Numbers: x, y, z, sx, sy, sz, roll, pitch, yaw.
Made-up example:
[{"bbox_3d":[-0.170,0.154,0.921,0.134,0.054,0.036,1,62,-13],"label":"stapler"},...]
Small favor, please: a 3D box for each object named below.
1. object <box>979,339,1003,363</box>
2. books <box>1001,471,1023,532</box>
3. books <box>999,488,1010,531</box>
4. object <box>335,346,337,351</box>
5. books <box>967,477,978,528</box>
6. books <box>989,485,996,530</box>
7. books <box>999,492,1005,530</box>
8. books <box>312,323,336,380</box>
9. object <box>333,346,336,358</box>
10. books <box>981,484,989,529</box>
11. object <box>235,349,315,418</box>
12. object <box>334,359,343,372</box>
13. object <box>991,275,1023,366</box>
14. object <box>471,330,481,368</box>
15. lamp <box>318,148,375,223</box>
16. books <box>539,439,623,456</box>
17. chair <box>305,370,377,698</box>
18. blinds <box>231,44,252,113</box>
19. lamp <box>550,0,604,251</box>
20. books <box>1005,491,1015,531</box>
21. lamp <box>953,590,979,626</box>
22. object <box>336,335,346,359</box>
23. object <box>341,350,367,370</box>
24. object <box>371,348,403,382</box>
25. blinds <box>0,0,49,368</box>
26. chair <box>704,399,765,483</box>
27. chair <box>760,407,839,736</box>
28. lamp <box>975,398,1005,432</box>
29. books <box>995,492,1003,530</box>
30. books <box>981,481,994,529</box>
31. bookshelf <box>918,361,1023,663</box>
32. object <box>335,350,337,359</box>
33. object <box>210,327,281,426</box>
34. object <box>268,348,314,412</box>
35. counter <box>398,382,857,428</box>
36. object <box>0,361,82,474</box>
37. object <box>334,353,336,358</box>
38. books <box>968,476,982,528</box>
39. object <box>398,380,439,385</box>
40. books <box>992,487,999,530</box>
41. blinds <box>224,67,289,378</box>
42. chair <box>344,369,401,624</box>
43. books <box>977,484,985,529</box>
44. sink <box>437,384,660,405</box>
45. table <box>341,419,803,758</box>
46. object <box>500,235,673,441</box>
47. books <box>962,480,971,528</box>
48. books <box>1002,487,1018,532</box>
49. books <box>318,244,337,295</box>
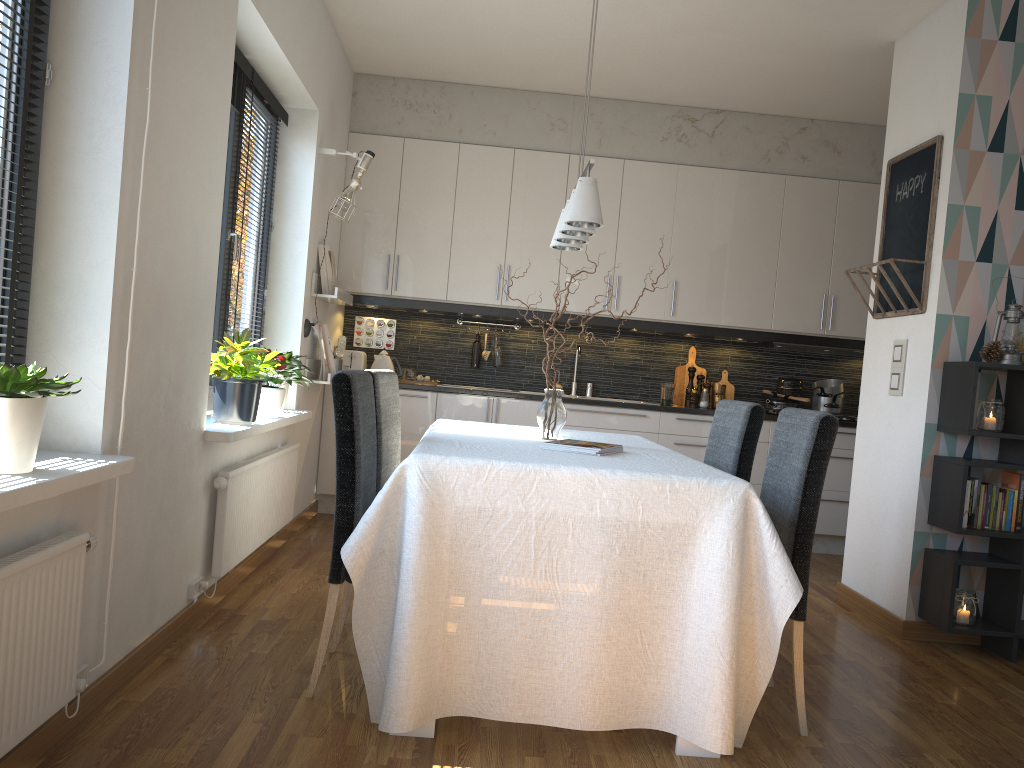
[{"bbox_3d":[1.957,-0.136,3.622,0.086,0.101,0.078,5,1,12],"label":"object"},{"bbox_3d":[2.085,0.489,3.699,0.029,0.236,0.127,5,2,-2],"label":"books"},{"bbox_3d":[2.023,0.518,3.688,0.014,0.170,0.109,5,1,-2],"label":"books"},{"bbox_3d":[-1.099,-0.139,5.395,0.008,0.193,0.098,6,2,20],"label":"object"},{"bbox_3d":[1.883,0.490,3.691,0.032,0.200,0.123,5,1,-2],"label":"books"},{"bbox_3d":[1.971,0.507,3.697,0.015,0.181,0.116,5,1,-2],"label":"books"},{"bbox_3d":[2.009,0.523,3.687,0.013,0.155,0.100,5,1,-2],"label":"books"},{"bbox_3d":[-1.075,-0.182,5.083,0.138,0.331,0.283,5,1,-5],"label":"books"},{"bbox_3d":[-1.088,-0.134,5.392,0.014,0.193,0.043,5,2,8],"label":"object"},{"bbox_3d":[1.935,0.503,3.690,0.015,0.181,0.116,5,1,-2],"label":"books"},{"bbox_3d":[-1.093,-0.004,4.017,0.371,0.309,0.379,4,1,-28],"label":"object"},{"bbox_3d":[-1.081,-0.090,5.364,0.103,0.124,0.103,5,1,-5],"label":"object"},{"bbox_3d":[2.064,-0.266,3.653,0.154,0.383,0.163,5,2,14],"label":"object"},{"bbox_3d":[-0.243,-0.241,6.084,0.060,0.257,0.060,6,2,19],"label":"object"},{"bbox_3d":[-0.909,-1.072,4.772,0.312,0.395,0.131,5,2,2],"label":"lamp"},{"bbox_3d":[0.236,0.207,2.922,0.204,0.022,0.278,5,1,24],"label":"books"},{"bbox_3d":[-0.311,0.454,2.796,0.545,0.960,0.461,5,2,-2],"label":"chair"},{"bbox_3d":[-1.153,-1.278,3.512,0.049,0.230,0.710,5,1,-2],"label":"blinds"},{"bbox_3d":[0.278,-1.162,3.148,0.131,1.285,0.759,5,1,-2],"label":"lamp"},{"bbox_3d":[2.042,0.521,3.683,0.022,0.165,0.096,5,1,-2],"label":"books"},{"bbox_3d":[1.869,0.926,3.668,0.098,0.131,0.106,5,1,12],"label":"lamp"},{"bbox_3d":[-1.044,-0.162,5.389,0.060,0.267,0.119,5,2,-11],"label":"object"},{"bbox_3d":[-1.034,-0.122,5.770,0.175,0.192,0.253,5,1,-2],"label":"object"},{"bbox_3d":[-0.829,-0.119,5.770,0.204,0.236,0.178,6,2,34],"label":"object"},{"bbox_3d":[-1.142,-0.653,1.865,0.049,1.423,0.710,5,2,-2],"label":"blinds"},{"bbox_3d":[0.643,0.526,3.539,0.545,0.960,0.461,5,2,-2],"label":"chair"},{"bbox_3d":[0.670,0.539,2.836,0.544,0.960,0.461,5,2,3],"label":"chair"},{"bbox_3d":[1.966,0.127,3.647,0.106,0.131,0.098,5,1,10],"label":"lamp"},{"bbox_3d":[1.996,0.522,3.685,0.013,0.155,0.100,5,1,-2],"label":"books"},{"bbox_3d":[1.953,0.502,3.697,0.021,0.187,0.121,5,1,-2],"label":"books"},{"bbox_3d":[2.382,0.556,3.699,1.190,1.201,0.237,5,2,-2],"label":"bookshelf"},{"bbox_3d":[-1.071,-0.131,5.355,0.020,0.200,0.007,6,2,19],"label":"object"},{"bbox_3d":[-1.099,-0.035,3.532,0.299,0.385,0.333,5,1,13],"label":"object"},{"bbox_3d":[-1.161,-0.019,4.413,0.354,0.316,0.292,5,1,-11],"label":"object"},{"bbox_3d":[0.926,0.227,5.881,4.250,0.192,0.622,5,1,-2],"label":"counter"},{"bbox_3d":[-1.082,0.066,1.891,0.283,0.237,0.267,5,1,-21],"label":"object"},{"bbox_3d":[-1.086,-0.117,5.332,0.007,0.159,0.089,3,2,-42],"label":"object"},{"bbox_3d":[1.906,0.490,3.693,0.014,0.203,0.115,5,2,-2],"label":"books"},{"bbox_3d":[-0.663,-0.015,5.974,0.335,0.012,0.213,5,1,-1],"label":"object"},{"bbox_3d":[1.984,0.511,3.689,0.012,0.174,0.099,5,2,-2],"label":"books"},{"bbox_3d":[-1.233,-0.698,4.275,0.049,1.423,0.710,5,2,-2],"label":"blinds"},{"bbox_3d":[-0.337,0.441,3.500,0.544,0.960,0.461,5,2,3],"label":"chair"},{"bbox_3d":[1.920,0.502,3.688,0.015,0.181,0.116,5,1,-2],"label":"books"},{"bbox_3d":[0.219,0.148,5.832,1.421,0.168,0.474,5,1,-2],"label":"sink"},{"bbox_3d":[0.120,0.585,3.182,1.235,0.763,1.856,5,1,-2],"label":"table"},{"bbox_3d":[0.213,-0.182,3.266,0.615,0.785,0.403,4,2,-28],"label":"object"},{"bbox_3d":[1.854,0.490,3.688,0.025,0.195,0.126,5,1,-2],"label":"books"},{"bbox_3d":[2.059,0.520,3.684,0.012,0.170,0.096,5,2,-2],"label":"books"},{"bbox_3d":[-1.044,-0.636,5.119,0.109,0.299,0.364,5,1,-2],"label":"books"}]
